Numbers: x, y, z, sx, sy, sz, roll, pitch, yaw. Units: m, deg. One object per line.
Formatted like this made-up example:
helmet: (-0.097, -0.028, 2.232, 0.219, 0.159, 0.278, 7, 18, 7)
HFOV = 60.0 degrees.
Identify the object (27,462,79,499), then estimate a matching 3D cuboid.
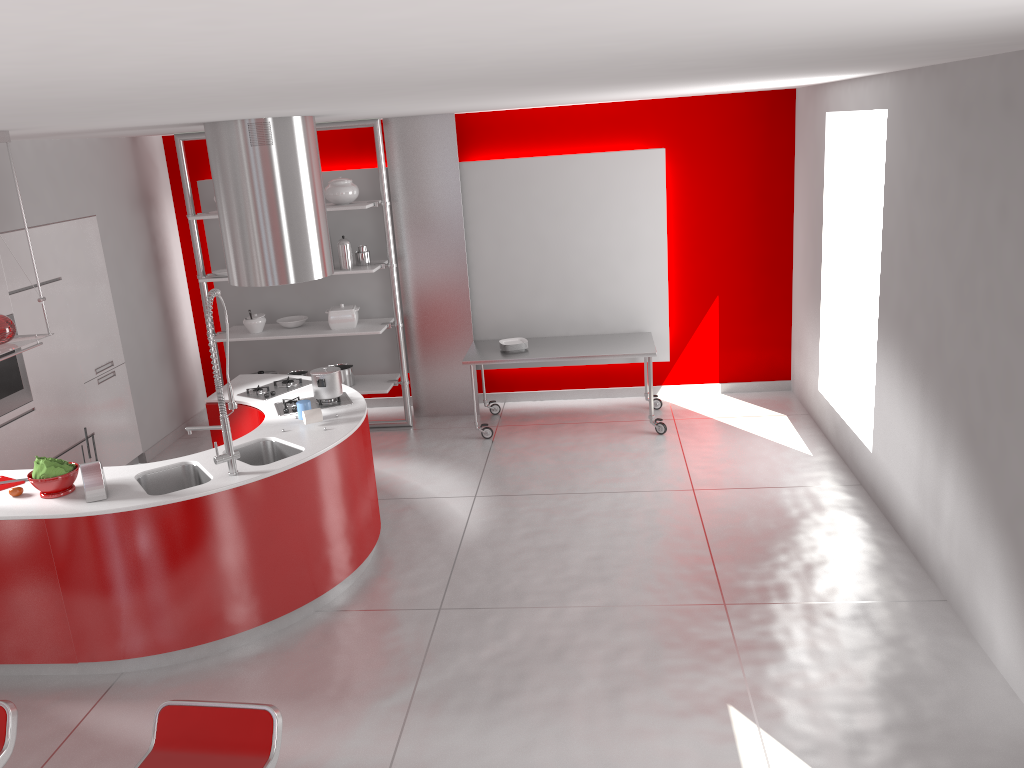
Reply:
object: (-2.243, 0.479, 4.360, 0.229, 0.118, 0.228, -11, 17, -22)

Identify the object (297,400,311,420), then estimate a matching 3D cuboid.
object: (-1.222, 0.148, 5.212, 0.080, 0.100, 0.109, -10, 17, -20)

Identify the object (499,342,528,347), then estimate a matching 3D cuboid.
object: (0.013, -0.336, 7.361, 0.228, 0.020, 0.228, -8, 16, -12)

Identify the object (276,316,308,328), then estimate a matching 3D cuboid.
object: (-1.905, -0.531, 7.708, 0.272, 0.072, 0.272, -13, 18, -29)

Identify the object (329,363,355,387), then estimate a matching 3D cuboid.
object: (-1.486, -0.069, 7.681, 0.240, 0.161, 0.259, -7, 16, -10)

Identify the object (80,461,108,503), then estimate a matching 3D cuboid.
object: (-2.011, 0.456, 4.264, 0.091, 0.178, 0.137, -10, 17, -20)

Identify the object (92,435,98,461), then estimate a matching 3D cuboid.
object: (-1.996, 0.389, 4.273, 0.012, 0.279, 0.130, -11, 17, -22)

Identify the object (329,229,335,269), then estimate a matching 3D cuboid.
object: (-1.536, -1.110, 7.313, 0.109, 0.329, 0.110, -3, 16, 4)

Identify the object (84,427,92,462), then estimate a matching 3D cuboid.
object: (-2.026, 0.376, 4.267, 0.014, 0.322, 0.150, -11, 17, -22)

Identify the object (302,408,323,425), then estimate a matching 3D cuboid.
object: (-1.152, 0.182, 5.107, 0.100, 0.080, 0.109, -11, 17, -23)

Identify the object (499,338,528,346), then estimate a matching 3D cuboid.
object: (0.012, -0.345, 7.358, 0.228, 0.020, 0.228, -8, 16, -12)

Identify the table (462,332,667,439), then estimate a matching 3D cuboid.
table: (0.455, 0.010, 7.466, 1.627, 0.682, 0.749, -2, 16, 7)

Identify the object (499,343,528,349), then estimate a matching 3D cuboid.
object: (0.014, -0.326, 7.364, 0.228, 0.020, 0.228, -8, 16, -12)

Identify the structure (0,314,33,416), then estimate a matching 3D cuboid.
structure: (-3.246, -0.090, 5.583, 0.050, 0.589, 0.599, -2, 16, 6)

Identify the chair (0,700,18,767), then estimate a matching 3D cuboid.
chair: (-1.719, 1.457, 2.682, 0.418, 0.857, 0.460, -4, 16, 1)

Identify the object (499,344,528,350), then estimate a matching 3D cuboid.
object: (0.014, -0.316, 7.366, 0.228, 0.020, 0.228, -8, 16, -12)

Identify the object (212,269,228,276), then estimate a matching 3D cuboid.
object: (-2.385, -0.931, 7.432, 0.244, 0.042, 0.244, -7, 16, -9)

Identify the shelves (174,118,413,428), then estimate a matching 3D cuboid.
shelves: (-1.816, -0.839, 7.522, 1.735, 2.599, 0.535, -2, 16, 6)

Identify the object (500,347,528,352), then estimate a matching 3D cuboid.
object: (0.016, -0.297, 7.372, 0.228, 0.020, 0.228, -8, 16, -12)

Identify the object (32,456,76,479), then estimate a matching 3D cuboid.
object: (-2.237, 0.428, 4.344, 0.198, 0.182, 0.193, -1, 16, 11)

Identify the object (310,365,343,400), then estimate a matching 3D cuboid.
object: (-1.157, -0.013, 5.539, 0.189, 0.185, 0.218, -14, 19, -30)

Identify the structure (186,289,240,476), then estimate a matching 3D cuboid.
structure: (-1.466, -0.001, 4.375, 0.308, 0.920, 0.178, -17, 21, -39)

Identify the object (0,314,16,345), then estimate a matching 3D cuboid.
object: (-2.480, -0.314, 4.193, 0.213, 0.266, 0.213, 6, 19, 33)

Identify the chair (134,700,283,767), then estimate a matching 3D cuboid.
chair: (-0.889, 1.422, 2.591, 0.418, 0.857, 0.460, -1, 16, 11)

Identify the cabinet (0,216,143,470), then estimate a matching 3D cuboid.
cabinet: (-3.520, 0.034, 5.958, 0.614, 2.026, 2.398, -2, 16, 6)

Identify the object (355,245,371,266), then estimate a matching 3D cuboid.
object: (-1.253, -1.078, 7.442, 0.127, 0.157, 0.127, 1, 17, 16)

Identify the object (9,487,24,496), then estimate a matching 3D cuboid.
object: (-2.441, 0.528, 4.367, 0.064, 0.048, 0.063, -9, 17, -15)

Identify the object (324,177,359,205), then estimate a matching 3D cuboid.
object: (-1.402, -1.588, 7.288, 0.287, 0.222, 0.287, -17, 20, -38)

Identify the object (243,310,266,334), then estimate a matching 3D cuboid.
object: (-2.200, -0.546, 7.576, 0.192, 0.214, 0.192, -6, 16, -7)

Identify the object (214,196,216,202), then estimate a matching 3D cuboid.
object: (-2.343, -1.517, 7.335, 0.231, 0.191, 0.231, -19, 22, -41)

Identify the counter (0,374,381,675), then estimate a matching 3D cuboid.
counter: (-1.978, 0.783, 5.044, 1.868, 0.880, 2.865, 9, 21, 38)

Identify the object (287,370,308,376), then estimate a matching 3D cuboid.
object: (-1.864, -0.037, 7.739, 0.182, 0.122, 0.196, -15, 20, -34)

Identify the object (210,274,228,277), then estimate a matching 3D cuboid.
object: (-2.384, -0.918, 7.436, 0.280, 0.015, 0.280, 10, 21, 41)

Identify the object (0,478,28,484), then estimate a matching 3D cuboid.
object: (-2.588, 0.501, 4.552, 0.375, 0.008, 0.041, -9, 17, -16)

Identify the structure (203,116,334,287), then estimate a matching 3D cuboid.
structure: (-1.474, -1.122, 5.431, 0.644, 0.958, 0.644, -12, 18, -26)

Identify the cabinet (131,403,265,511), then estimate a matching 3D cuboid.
cabinet: (-2.245, 0.752, 5.103, 1.875, 0.761, 1.025, -17, 20, -37)

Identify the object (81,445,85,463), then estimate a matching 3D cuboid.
object: (-2.046, 0.396, 4.254, 0.009, 0.197, 0.091, -11, 17, -22)

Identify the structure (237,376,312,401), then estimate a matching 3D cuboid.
structure: (-1.576, 0.014, 5.950, 0.303, 0.037, 0.457, 7, 20, 35)

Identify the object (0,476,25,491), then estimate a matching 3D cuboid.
object: (-2.643, 0.514, 4.543, 0.266, 0.006, 0.168, 6, 19, 31)

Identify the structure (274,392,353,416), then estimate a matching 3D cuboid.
structure: (-1.244, 0.108, 5.541, 0.457, 0.037, 0.303, -10, 17, -18)

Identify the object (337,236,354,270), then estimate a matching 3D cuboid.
object: (-1.365, -1.077, 7.256, 0.115, 0.274, 0.115, -4, 16, -1)

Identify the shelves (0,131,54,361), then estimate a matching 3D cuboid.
shelves: (-2.792, -0.610, 4.114, 0.934, 1.023, 0.462, -2, 16, 6)

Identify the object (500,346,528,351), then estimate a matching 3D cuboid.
object: (0.015, -0.306, 7.369, 0.228, 0.020, 0.228, -8, 16, -12)

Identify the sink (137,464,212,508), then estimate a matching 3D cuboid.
sink: (-1.699, 0.571, 4.498, 0.326, 0.172, 0.428, -14, 19, -31)

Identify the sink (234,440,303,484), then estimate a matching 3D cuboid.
sink: (-1.327, 0.460, 4.792, 0.428, 0.172, 0.326, 11, 22, 43)

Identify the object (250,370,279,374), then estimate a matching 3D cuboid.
object: (-2.226, -0.034, 7.805, 0.308, 0.130, 0.407, 0, 16, 13)

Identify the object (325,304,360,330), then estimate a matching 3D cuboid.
object: (-1.437, -0.585, 7.555, 0.282, 0.197, 0.235, -5, 16, -4)
